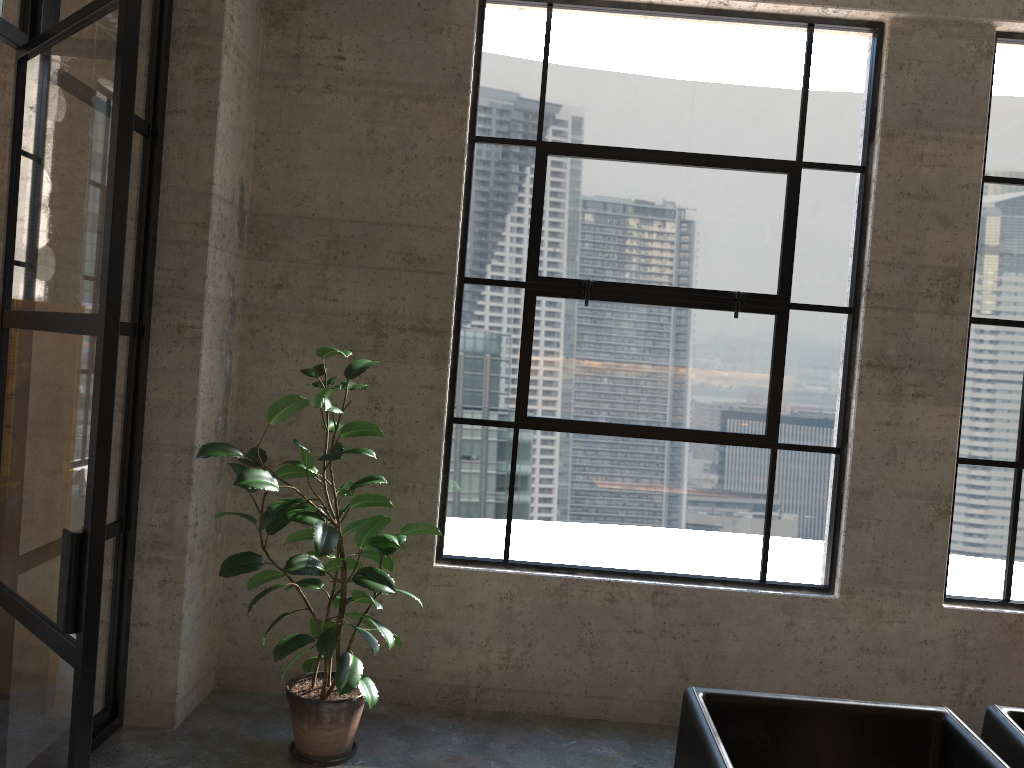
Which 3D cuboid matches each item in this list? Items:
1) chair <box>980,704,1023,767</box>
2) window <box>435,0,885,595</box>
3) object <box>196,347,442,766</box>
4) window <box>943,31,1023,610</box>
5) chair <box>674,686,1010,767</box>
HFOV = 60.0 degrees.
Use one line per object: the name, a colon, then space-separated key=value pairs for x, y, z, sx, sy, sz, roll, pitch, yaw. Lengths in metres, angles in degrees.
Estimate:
chair: x=1.557 y=1.248 z=2.101 sx=0.707 sy=0.738 sz=0.754 roll=5 pitch=1 yaw=5
window: x=-2.406 y=-0.635 z=3.946 sx=7.902 sy=2.530 sz=0.081 roll=5 pitch=1 yaw=0
object: x=-0.711 y=0.637 z=3.349 sx=0.886 sy=1.552 sz=0.514 roll=4 pitch=1 yaw=-3
window: x=2.882 y=-0.215 z=3.925 sx=1.780 sy=2.530 sz=0.081 roll=5 pitch=1 yaw=0
chair: x=0.767 y=1.185 z=2.085 sx=0.707 sy=0.738 sz=0.754 roll=5 pitch=1 yaw=0
